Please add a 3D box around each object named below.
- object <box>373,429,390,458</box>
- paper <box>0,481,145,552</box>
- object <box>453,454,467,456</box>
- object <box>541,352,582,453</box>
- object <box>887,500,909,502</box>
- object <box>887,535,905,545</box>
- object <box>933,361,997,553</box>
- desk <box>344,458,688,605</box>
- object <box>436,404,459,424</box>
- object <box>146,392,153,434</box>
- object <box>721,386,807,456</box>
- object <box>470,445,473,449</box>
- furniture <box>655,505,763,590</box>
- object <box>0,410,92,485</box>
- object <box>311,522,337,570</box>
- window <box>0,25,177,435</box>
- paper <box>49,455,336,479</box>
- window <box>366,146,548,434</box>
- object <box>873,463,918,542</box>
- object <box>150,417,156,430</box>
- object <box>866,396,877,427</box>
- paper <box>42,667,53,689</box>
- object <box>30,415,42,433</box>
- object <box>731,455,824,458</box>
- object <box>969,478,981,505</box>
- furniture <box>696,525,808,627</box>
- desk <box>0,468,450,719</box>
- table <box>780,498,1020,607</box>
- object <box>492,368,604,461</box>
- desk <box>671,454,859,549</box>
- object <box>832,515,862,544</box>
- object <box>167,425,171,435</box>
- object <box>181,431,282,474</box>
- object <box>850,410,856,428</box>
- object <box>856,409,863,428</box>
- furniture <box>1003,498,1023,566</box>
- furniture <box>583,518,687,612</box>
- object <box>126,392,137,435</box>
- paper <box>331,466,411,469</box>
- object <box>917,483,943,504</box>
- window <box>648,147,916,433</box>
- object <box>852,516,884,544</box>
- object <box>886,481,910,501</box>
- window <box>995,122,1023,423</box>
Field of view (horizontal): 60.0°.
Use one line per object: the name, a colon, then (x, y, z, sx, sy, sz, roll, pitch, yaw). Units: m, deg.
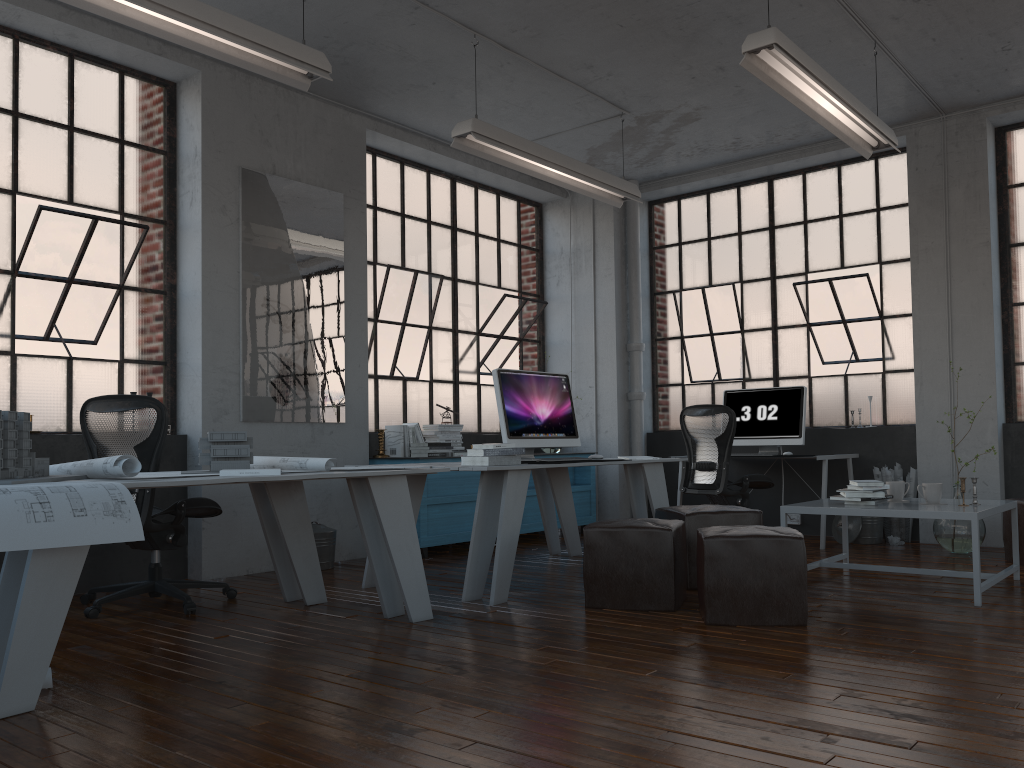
object: (-0.984, 0.438, 6.665, 0.132, 0.236, 0.132, -1, -3, 5)
paper: (-1.472, 0.409, 2.795, 0.434, 0.183, 0.440, -4, -5, 38)
object: (-0.428, 0.554, 6.885, 0.187, 0.014, 0.253, -4, -5, 39)
object: (0.449, 0.160, 8.050, 0.434, 0.938, 0.232, -2, -3, 21)
object: (2.194, 0.667, 5.058, 0.137, 0.003, 0.138, 1, -4, -30)
object: (2.900, 1.192, 6.709, 0.125, 0.107, 0.096, 0, -3, -9)
object: (3.123, 0.485, 6.017, 0.330, 1.338, 0.619, 0, -3, -14)
desk: (0.122, 0.831, 5.502, 1.076, 0.703, 2.078, -4, -5, 39)
object: (-0.516, 0.236, 7.104, 0.177, 0.161, 0.093, -1, -3, 7)
object: (-2.218, 0.182, 5.425, 0.085, 0.259, 0.085, -1, -2, 3)
object: (1.998, 0.304, 7.183, 0.715, 0.552, 0.377, -4, -4, 41)
object: (-0.324, 0.539, 7.204, 0.088, 0.084, 0.088, -4, -4, 44)
furniture: (1.122, 0.926, 5.078, 0.503, 0.460, 0.504, 0, -3, -12)
object: (-1.862, 0.205, 3.195, 0.434, 0.305, 0.737, -1, -4, -6)
object: (-1.314, 1.071, 5.902, 0.292, 0.307, 0.293, 0, -3, -22)
window: (-2.974, -0.857, 4.717, 0.670, 2.388, 2.592, -3, -4, 39)
paper: (-1.429, 0.358, 3.922, 0.976, 0.105, 1.075, -4, -5, 39)
window: (-0.501, -0.689, 7.741, 0.670, 2.388, 2.592, -3, -4, 39)
object: (3.020, 0.918, 6.931, 0.293, 0.627, 0.275, 0, -3, -9)
object: (-2.206, 0.256, 5.475, 0.058, 0.117, 0.032, -1, -2, 0)
object: (2.945, 0.227, 7.280, 0.084, 0.256, 0.084, 0, -3, -28)
paper: (-1.736, 1.010, 2.984, 0.341, 0.068, 0.083, 1, -4, -26)
object: (-2.659, 0.221, 4.888, 0.124, 0.100, 0.124, 1, -4, -28)
object: (1.999, 0.586, 7.171, 0.849, 0.008, 0.687, -4, -5, 41)
object: (2.462, 0.567, 4.717, 0.055, 0.153, 0.055, -2, -3, 16)
furniture: (1.089, 0.872, 4.065, 0.471, 0.430, 0.471, -1, -3, 8)
desk: (-1.346, 0.728, 3.705, 1.065, 0.696, 2.058, -4, -5, 39)
table: (2.157, 0.882, 4.905, 0.973, 0.444, 0.992, -4, -5, 39)
object: (0.218, 0.191, 5.405, 0.377, 0.552, 0.714, -3, -4, 41)
desk: (2.053, 0.924, 7.214, 1.227, 0.687, 0.933, -4, -4, 39)
object: (2.560, 1.090, 6.805, 0.107, 0.280, 0.293, 0, -3, -26)
object: (-2.136, 0.255, 5.471, 0.058, 0.117, 0.032, 1, -3, -37)
object: (-1.275, 0.307, 4.009, 0.416, 0.182, 0.389, 0, -4, -20)
object: (2.819, 0.288, 7.336, 0.055, 0.153, 0.055, -1, -2, -1)
object: (2.880, 0.283, 7.336, 0.066, 0.160, 0.066, 0, -3, -19)
furniture: (3.420, 0.941, 5.554, 0.503, 0.460, 0.504, -1, -3, 6)
furniture: (0.628, 0.902, 4.471, 0.480, 0.439, 0.480, -2, -3, 18)
object: (-2.290, 0.179, 5.362, 0.085, 0.259, 0.085, -1, -2, 3)
paper: (-0.701, 0.399, 4.229, 0.429, 0.001, 0.485, 2, -5, -40)
object: (2.270, 0.593, 4.797, 0.129, 0.109, 0.101, 2, -4, -42)
window: (2.337, -0.721, 7.906, 2.592, 2.388, 0.670, -3, -4, 39)
object: (2.738, 1.082, 6.891, 0.290, 0.293, 0.291, -1, -3, -3)
object: (2.200, 0.613, 5.069, 0.129, 0.109, 0.101, 2, -4, -42)
window: (4.720, -0.891, 5.960, 2.592, 2.388, 0.670, -3, -4, 39)
